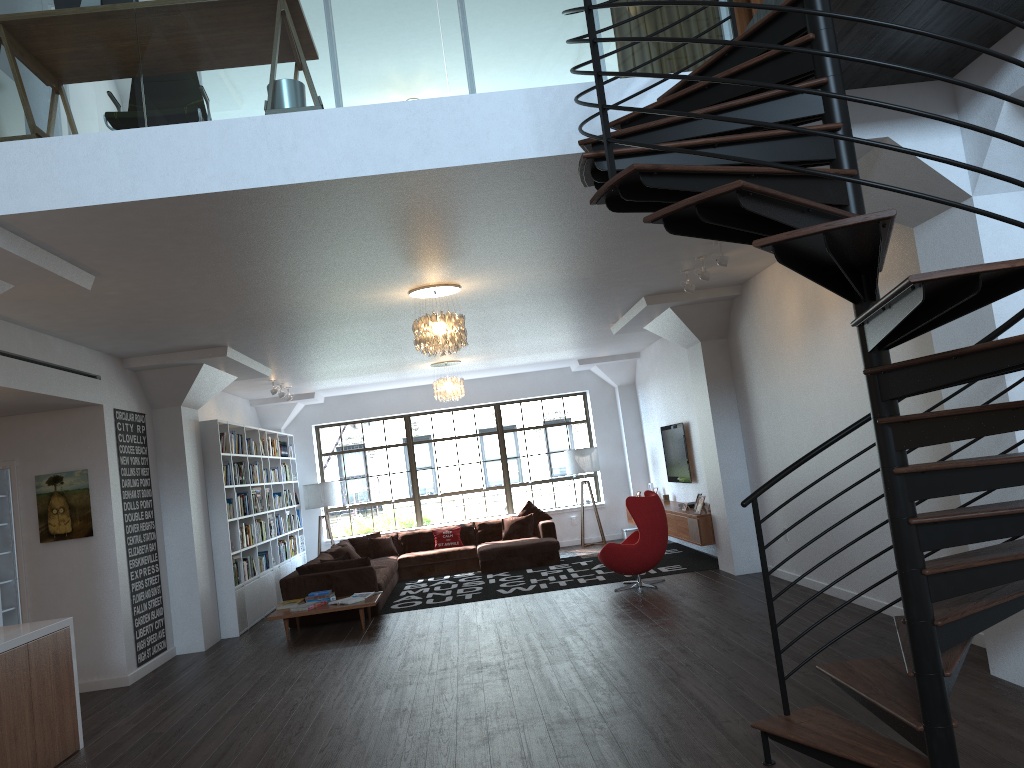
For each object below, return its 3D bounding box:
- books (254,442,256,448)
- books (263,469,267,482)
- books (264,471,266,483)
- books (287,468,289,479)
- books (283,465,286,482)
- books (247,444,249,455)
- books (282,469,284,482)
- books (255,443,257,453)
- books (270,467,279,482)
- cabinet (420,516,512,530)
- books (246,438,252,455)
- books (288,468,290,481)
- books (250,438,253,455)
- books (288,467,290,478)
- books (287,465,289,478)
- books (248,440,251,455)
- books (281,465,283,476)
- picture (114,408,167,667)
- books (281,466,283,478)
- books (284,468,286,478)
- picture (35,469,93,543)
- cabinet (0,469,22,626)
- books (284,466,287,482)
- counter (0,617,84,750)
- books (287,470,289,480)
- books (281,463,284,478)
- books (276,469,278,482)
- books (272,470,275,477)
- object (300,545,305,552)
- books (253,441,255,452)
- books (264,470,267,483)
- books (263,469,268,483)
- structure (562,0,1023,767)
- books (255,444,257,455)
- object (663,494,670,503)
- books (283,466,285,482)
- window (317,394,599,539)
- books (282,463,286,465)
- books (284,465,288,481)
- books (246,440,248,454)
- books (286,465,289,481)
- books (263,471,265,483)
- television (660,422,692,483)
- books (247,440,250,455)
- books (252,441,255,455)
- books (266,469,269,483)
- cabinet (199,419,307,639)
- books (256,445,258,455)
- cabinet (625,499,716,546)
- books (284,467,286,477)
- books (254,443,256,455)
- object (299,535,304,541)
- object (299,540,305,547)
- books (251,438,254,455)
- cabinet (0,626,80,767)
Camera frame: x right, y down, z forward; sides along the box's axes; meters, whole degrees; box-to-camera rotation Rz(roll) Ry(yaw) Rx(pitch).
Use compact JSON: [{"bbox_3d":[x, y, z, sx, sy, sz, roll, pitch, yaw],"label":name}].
[{"bbox_3d":[-3.499,0.881,11.871,0.134,0.184,0.030,-7,-5,-4],"label":"books"},{"bbox_3d":[-3.468,1.285,12.272,0.139,0.191,0.036,-7,-5,-4],"label":"books"},{"bbox_3d":[-3.461,1.289,12.216,0.126,0.173,0.032,-7,-5,-4],"label":"books"},{"bbox_3d":[-3.556,1.413,13.765,0.161,0.223,0.027,-7,-5,-4],"label":"books"},{"bbox_3d":[-3.537,1.368,13.456,0.183,0.253,0.034,-7,-5,-4],"label":"books"},{"bbox_3d":[-3.471,0.826,11.400,0.146,0.202,0.027,-7,-5,-4],"label":"books"},{"bbox_3d":[-3.525,1.371,13.339,0.161,0.223,0.026,-7,-5,-4],"label":"books"},{"bbox_3d":[-3.491,0.890,11.916,0.109,0.171,0.018,-7,-5,-4],"label":"books"},{"bbox_3d":[-3.521,1.341,13.060,0.140,0.231,0.042,-7,-5,-4],"label":"books"},{"bbox_3d":[-0.715,2.592,14.579,1.520,0.625,0.350,-7,-5,-4],"label":"cabinet"},{"bbox_3d":[-3.483,0.830,11.595,0.140,0.231,0.042,-7,-5,-4],"label":"books"},{"bbox_3d":[-3.569,1.412,13.833,0.174,0.240,0.045,-7,-5,-4],"label":"books"},{"bbox_3d":[-3.491,0.838,11.643,0.158,0.226,0.052,-7,-5,-4],"label":"books"},{"bbox_3d":[-3.559,1.422,13.868,0.161,0.223,0.026,-7,-5,-4],"label":"books"},{"bbox_3d":[-3.568,1.402,13.795,0.183,0.253,0.034,-7,-5,-4],"label":"books"},{"bbox_3d":[-3.473,0.836,11.509,0.146,0.202,0.027,-7,-5,-4],"label":"books"},{"bbox_3d":[-3.527,1.355,13.315,0.160,0.250,0.026,-7,-5,-4],"label":"books"},{"bbox_3d":[-3.570,1.439,8.553,0.021,2.380,0.800,-7,-5,-4],"label":"picture"},{"bbox_3d":[-3.541,1.336,13.270,0.198,0.284,0.066,-7,-5,-4],"label":"books"},{"bbox_3d":[-3.542,1.376,13.500,0.171,0.246,0.057,-7,-5,-4],"label":"books"},{"bbox_3d":[-3.995,1.088,7.909,0.450,0.600,0.030,-7,-5,-4],"label":"picture"},{"bbox_3d":[-5.775,1.585,9.250,0.527,2.991,2.630,-7,-5,-4],"label":"cabinet"},{"bbox_3d":[-3.552,1.387,13.576,0.174,0.240,0.045,-7,-5,-4],"label":"books"},{"bbox_3d":[-2.223,1.559,2.065,3.039,0.860,8.182,-4,-6,-33],"label":"counter"},{"bbox_3d":[-3.555,1.397,13.740,0.160,0.250,0.026,-7,-5,-4],"label":"books"},{"bbox_3d":[-3.540,1.343,13.381,0.176,0.290,0.053,-7,-5,-4],"label":"books"},{"bbox_3d":[-3.512,1.357,13.019,0.139,0.191,0.036,-7,-5,-4],"label":"books"},{"bbox_3d":[-3.506,1.348,12.851,0.128,0.178,0.022,-7,-5,-4],"label":"books"},{"bbox_3d":[-3.469,2.637,14.040,0.331,0.088,0.410,-7,-5,-4],"label":"object"},{"bbox_3d":[-3.491,0.864,11.771,0.136,0.196,0.045,-7,-5,-4],"label":"books"},{"bbox_3d":[-3.462,1.288,12.243,0.128,0.178,0.021,-7,-5,-4],"label":"books"},{"bbox_3d":[-3.475,1.283,12.304,0.146,0.202,0.027,-7,-5,-4],"label":"books"},{"bbox_3d":[1.303,-0.556,3.362,1.998,4.352,1.998,-3,-7,-43],"label":"structure"},{"bbox_3d":[-3.499,0.886,11.897,0.128,0.178,0.022,-7,-5,-4],"label":"books"},{"bbox_3d":[2.285,1.696,13.129,0.089,0.110,0.089,-12,-7,41],"label":"object"},{"bbox_3d":[-3.539,1.365,13.422,0.183,0.253,0.034,-7,-5,-4],"label":"books"},{"bbox_3d":[-0.912,1.397,15.231,4.648,1.905,0.114,-7,-5,-4],"label":"window"},{"bbox_3d":[-3.558,1.369,13.652,0.176,0.290,0.036,-7,-5,-4],"label":"books"},{"bbox_3d":[-3.544,1.383,13.616,0.183,0.253,0.034,-7,-5,-4],"label":"books"},{"bbox_3d":[-3.463,0.827,11.368,0.139,0.191,0.036,-7,-5,-4],"label":"books"},{"bbox_3d":[-3.557,1.389,13.698,0.180,0.259,0.060,-7,-5,-4],"label":"books"},{"bbox_3d":[-3.447,1.285,12.142,0.106,0.162,0.032,-7,-5,-4],"label":"books"},{"bbox_3d":[2.287,0.977,12.430,0.013,0.816,1.324,-7,-5,-4],"label":"television"},{"bbox_3d":[-3.464,0.828,11.428,0.146,0.202,0.027,-7,-5,-4],"label":"books"},{"bbox_3d":[-3.486,0.863,11.730,0.139,0.191,0.036,-7,-5,-4],"label":"books"},{"bbox_3d":[-3.468,1.285,12.332,0.146,0.202,0.027,-7,-5,-4],"label":"books"},{"bbox_3d":[-3.511,1.831,12.085,0.461,2.414,4.500,-7,-5,-4],"label":"cabinet"},{"bbox_3d":[-3.485,0.900,11.934,0.110,0.153,0.019,-7,-5,-4],"label":"books"},{"bbox_3d":[2.241,1.871,12.406,0.459,0.350,4.501,-7,-5,-4],"label":"cabinet"},{"bbox_3d":[-3.541,1.391,13.541,0.161,0.223,0.027,-7,-5,-4],"label":"books"},{"bbox_3d":[-3.487,0.878,11.824,0.128,0.178,0.022,-7,-5,-4],"label":"books"},{"bbox_3d":[-3.499,2.464,14.055,0.316,0.088,0.410,-7,-5,-4],"label":"object"},{"bbox_3d":[-3.480,2.550,14.048,0.331,0.088,0.410,-7,-5,-4],"label":"object"},{"bbox_3d":[-3.490,0.839,11.692,0.140,0.231,0.042,-7,-5,-4],"label":"books"},{"bbox_3d":[-3.216,1.850,3.616,0.898,0.796,4.493,-7,-5,-4],"label":"cabinet"}]
